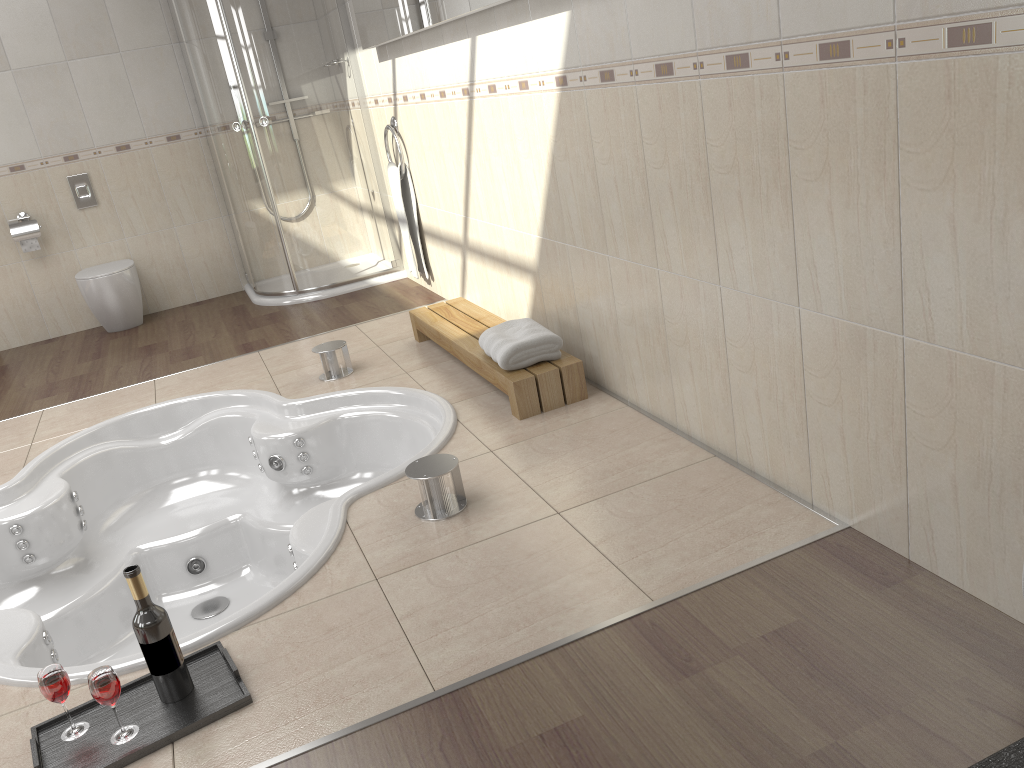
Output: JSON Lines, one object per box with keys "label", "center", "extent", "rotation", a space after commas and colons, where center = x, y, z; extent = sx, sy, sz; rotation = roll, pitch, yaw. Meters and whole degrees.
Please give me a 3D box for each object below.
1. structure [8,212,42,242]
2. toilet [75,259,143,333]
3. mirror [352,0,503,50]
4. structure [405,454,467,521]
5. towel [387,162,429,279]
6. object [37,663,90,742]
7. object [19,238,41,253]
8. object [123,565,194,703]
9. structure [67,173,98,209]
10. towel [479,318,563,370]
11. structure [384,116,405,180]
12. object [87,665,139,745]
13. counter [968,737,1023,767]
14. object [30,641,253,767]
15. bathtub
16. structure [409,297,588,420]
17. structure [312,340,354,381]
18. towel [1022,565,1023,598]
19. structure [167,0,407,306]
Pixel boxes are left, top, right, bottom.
{"label": "structure", "center": [-2.915, -0.949, 5.317], "extent": [0.170, 0.151, 0.154], "rotation": [-17, 21, -17]}
{"label": "toilet", "center": [-2.432, -0.524, 5.438], "extent": [0.337, 0.388, 0.519], "rotation": [-17, 21, -17]}
{"label": "mirror", "center": [-0.142, -1.519, 2.819], "extent": [0.005, 0.600, 3.600], "rotation": [-17, 21, -17]}
{"label": "structure", "center": [-0.210, 0.285, 2.460], "extent": [0.150, 0.131, 0.150], "rotation": [-14, 20, -8]}
{"label": "towel", "center": [-0.568, -0.889, 4.827], "extent": [0.083, 0.635, 0.280], "rotation": [-17, 21, -17]}
{"label": "object", "center": [-0.907, 0.641, 1.790], "extent": [0.055, 0.153, 0.055], "rotation": [-20, 22, -24]}
{"label": "object", "center": [-2.900, -0.874, 5.319], "extent": [0.098, 0.151, 0.090], "rotation": [-17, 21, -17]}
{"label": "object", "center": [-0.737, 0.511, 1.829], "extent": [0.070, 0.307, 0.070], "rotation": [4, 25, 35]}
{"label": "structure", "center": [-2.638, -1.184, 5.446], "extent": [0.120, 0.200, 0.010], "rotation": [-17, 21, -17]}
{"label": "towel", "center": [0.021, -0.150, 3.164], "extent": [0.233, 0.099, 0.331], "rotation": [-16, 20, -13]}
{"label": "structure", "center": [-0.618, -1.250, 4.710], "extent": [0.051, 0.332, 0.291], "rotation": [-17, 21, -17]}
{"label": "object", "center": [-0.789, 0.633, 1.752], "extent": [0.055, 0.153, 0.055], "rotation": [-20, 22, -24]}
{"label": "counter", "center": [-0.273, 0.466, 0.014], "extent": [3.220, 0.080, 0.510], "rotation": [-17, 21, -17]}
{"label": "object", "center": [-0.766, 0.673, 1.825], "extent": [0.400, 0.040, 0.250], "rotation": [-21, 22, -27]}
{"label": "bathtub", "center": [-1.106, 0.657, 3.035], "extent": [1.754, 0.674, 1.751], "rotation": [-1, 22, 25]}
{"label": "structure", "center": [-0.105, -0.142, 3.560], "extent": [0.260, 0.140, 1.280], "rotation": [-17, 21, -17]}
{"label": "structure", "center": [-0.768, -0.101, 3.798], "extent": [0.150, 0.131, 0.150], "rotation": [-21, 22, -27]}
{"label": "towel", "center": [0.890, 0.133, 1.308], "extent": [0.101, 0.634, 0.280], "rotation": [-18, 21, -20]}
{"label": "structure", "center": [-1.386, -1.526, 5.369], "extent": [0.900, 1.917, 0.900], "rotation": [-17, 21, -17]}
